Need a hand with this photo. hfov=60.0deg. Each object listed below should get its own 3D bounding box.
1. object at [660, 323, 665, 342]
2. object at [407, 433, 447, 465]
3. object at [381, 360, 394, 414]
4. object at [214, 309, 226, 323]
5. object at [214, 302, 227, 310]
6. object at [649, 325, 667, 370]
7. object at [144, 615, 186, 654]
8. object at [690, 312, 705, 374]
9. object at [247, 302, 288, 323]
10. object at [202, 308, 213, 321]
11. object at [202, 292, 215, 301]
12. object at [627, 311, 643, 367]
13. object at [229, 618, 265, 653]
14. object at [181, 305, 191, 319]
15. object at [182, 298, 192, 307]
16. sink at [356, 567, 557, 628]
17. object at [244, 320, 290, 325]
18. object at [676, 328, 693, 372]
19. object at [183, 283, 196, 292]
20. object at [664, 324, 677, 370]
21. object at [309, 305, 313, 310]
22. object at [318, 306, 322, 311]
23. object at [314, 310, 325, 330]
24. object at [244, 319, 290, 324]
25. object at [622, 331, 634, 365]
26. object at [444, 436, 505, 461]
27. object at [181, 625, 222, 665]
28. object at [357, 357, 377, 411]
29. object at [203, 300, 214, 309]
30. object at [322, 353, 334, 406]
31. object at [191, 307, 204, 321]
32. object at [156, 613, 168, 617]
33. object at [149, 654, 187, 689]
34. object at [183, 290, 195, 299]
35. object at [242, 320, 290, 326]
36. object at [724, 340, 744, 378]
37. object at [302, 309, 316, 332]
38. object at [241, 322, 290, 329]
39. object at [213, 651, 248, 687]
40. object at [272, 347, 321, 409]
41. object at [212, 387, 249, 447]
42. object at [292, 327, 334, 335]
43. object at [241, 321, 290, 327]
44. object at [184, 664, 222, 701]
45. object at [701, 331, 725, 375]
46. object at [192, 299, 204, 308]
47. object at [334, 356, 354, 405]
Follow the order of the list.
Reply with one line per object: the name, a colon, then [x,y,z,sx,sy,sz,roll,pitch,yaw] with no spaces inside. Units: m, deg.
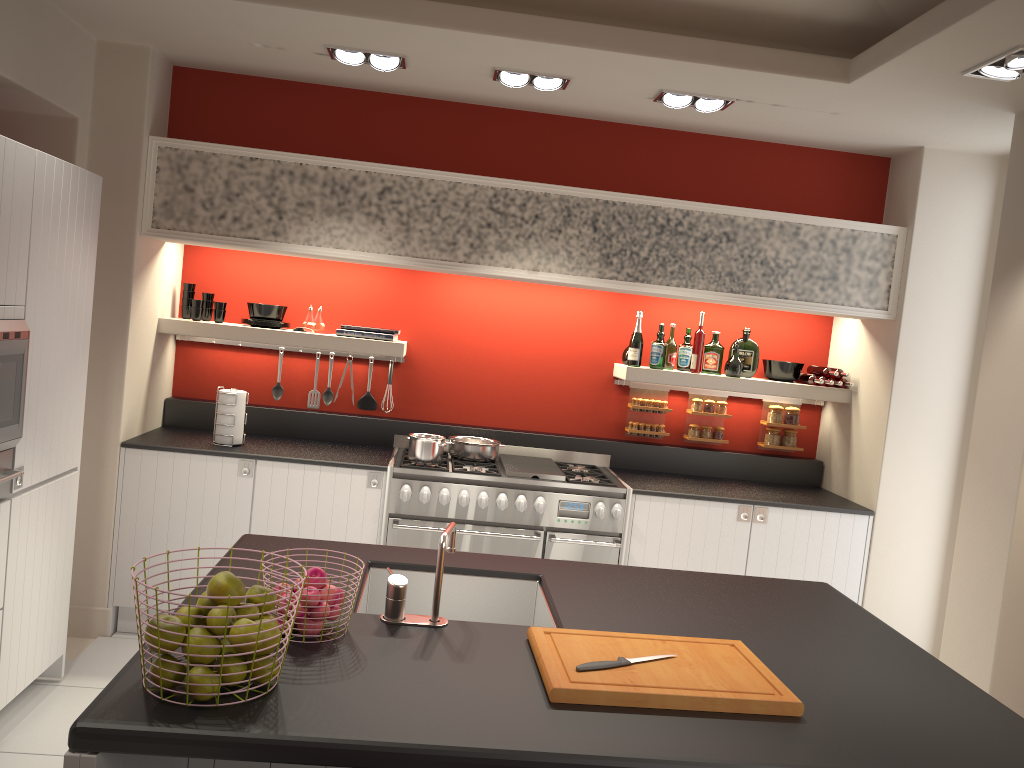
object: [0.908,-0.236,5.451,0.083,0.277,0.084,6,4,-1]
object: [-0.469,0.357,4.838,0.201,0.148,0.201,5,4,-12]
object: [-0.747,0.017,5.394,0.069,0.328,0.069,4,4,-28]
object: [-1.681,-0.388,5.092,0.070,0.076,0.070,4,4,-34]
object: [-1.676,-0.432,5.089,0.070,0.076,0.070,4,4,-34]
object: [0.873,-0.220,5.254,0.094,0.264,0.094,5,4,-16]
object: [-0.680,0.492,1.738,0.077,0.068,0.076,5,4,-12]
object: [1.103,-0.252,5.339,0.062,0.366,0.210,6,4,-6]
object: [-1.435,-0.411,5.190,0.233,0.108,0.232,9,5,36]
object: [-1.787,-0.406,5.189,0.070,0.076,0.070,4,4,-34]
object: [-1.778,-0.493,5.184,0.070,0.076,0.070,4,4,-34]
object: [0.741,-0.268,5.262,0.083,0.331,0.083,4,4,-34]
object: [-0.526,0.498,1.759,0.067,0.068,0.067,3,5,-43]
object: [-1.897,-0.417,5.179,0.070,0.076,0.070,4,4,-34]
object: [-1.892,-0.461,5.177,0.070,0.076,0.070,4,4,-34]
sink: [-0.176,0.752,2.593,0.567,0.258,0.516,6,4,-5]
object: [-1.442,-0.354,5.193,0.280,0.016,0.280,6,4,-6]
object: [1.069,-0.210,5.433,0.094,0.262,0.094,3,5,-39]
object: [-1.883,-0.548,5.171,0.070,0.076,0.070,4,4,-34]
object: [0.960,-0.227,5.368,0.080,0.278,0.080,6,4,-2]
object: [-1.168,-0.444,5.148,0.024,0.031,0.023,9,5,37]
object: [-1.131,-0.444,5.231,0.026,0.032,0.023,5,4,-22]
object: [-1.140,-0.370,5.234,0.077,0.134,0.076,5,4,-21]
object: [-1.441,-0.360,5.193,0.280,0.016,0.280,6,4,-6]
object: [0.742,-0.229,5.450,0.113,0.226,0.113,9,4,36]
object: [-0.224,0.379,5.185,0.309,0.104,0.309,8,4,22]
object: [-0.616,0.519,1.760,0.076,0.077,0.076,3,5,-40]
object: [-0.868,-0.002,5.401,0.123,0.330,0.040,6,4,-5]
object: [-1.782,-0.450,5.186,0.070,0.076,0.070,4,4,-34]
object: [-1.102,-0.029,5.359,0.067,0.323,0.022,6,4,-6]
object: [-1.788,-0.396,5.033,0.070,0.076,0.070,4,4,-34]
object: [-0.705,0.507,1.801,0.076,0.077,0.076,3,5,-40]
object: [-0.678,0.566,1.749,0.068,0.068,0.068,6,4,6]
object: [-1.888,-0.504,5.174,0.070,0.076,0.070,4,4,-34]
object: [-1.442,-0.349,5.194,0.280,0.016,0.280,6,4,-6]
object: [1.332,-0.154,5.287,0.113,0.226,0.113,7,4,6]
object: [-1.175,-0.369,5.152,0.076,0.131,0.076,9,4,37]
object: [-1.443,-0.338,5.194,0.280,0.016,0.280,6,4,-6]
object: [-0.568,0.575,1.792,0.068,0.068,0.068,6,4,6]
object: [-1.291,-0.034,5.342,0.287,0.351,0.022,6,4,-4]
object: [-1.526,0.175,4.796,0.163,0.304,0.168,8,4,24]
object: [-1.164,-0.314,5.196,0.160,0.027,0.183,8,4,23]
object: [-1.443,-0.344,5.194,0.280,0.016,0.280,6,4,-6]
object: [-0.598,0.577,1.715,0.068,0.068,0.068,6,4,6]
object: [1.229,-0.190,5.403,0.112,0.260,0.071,8,4,24]
object: [-1.783,-0.439,5.030,0.070,0.076,0.070,4,4,-34]
object: [-1.004,-0.023,5.370,0.124,0.296,0.009,6,4,-5]
